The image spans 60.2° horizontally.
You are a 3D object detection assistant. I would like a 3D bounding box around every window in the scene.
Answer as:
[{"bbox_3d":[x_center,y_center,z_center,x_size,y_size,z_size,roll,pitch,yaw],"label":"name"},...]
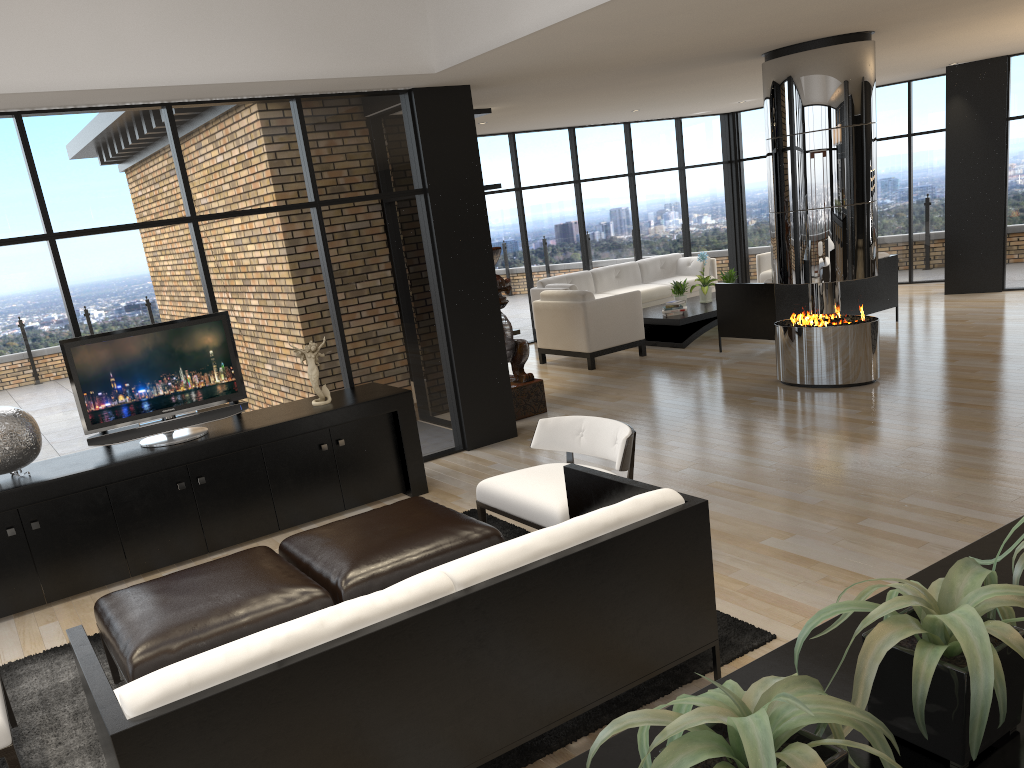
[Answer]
[{"bbox_3d":[0.969,-1.942,6.031,10.076,4.899,15.614,4,17,44],"label":"window"}]

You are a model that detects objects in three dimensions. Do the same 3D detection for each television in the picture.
[{"bbox_3d":[-2.141,-0.009,5.398,0.929,0.728,0.400,-11,15,-13],"label":"television"}]

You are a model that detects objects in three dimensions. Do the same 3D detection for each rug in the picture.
[{"bbox_3d":[-0.843,1.253,3.933,2.999,0.012,2.454,-15,13,-30],"label":"rug"}]

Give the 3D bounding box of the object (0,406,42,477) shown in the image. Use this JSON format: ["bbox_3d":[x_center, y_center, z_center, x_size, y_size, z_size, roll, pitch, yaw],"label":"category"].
[{"bbox_3d":[-2.908,0.342,4.979,0.462,0.417,0.455,3,18,39],"label":"object"}]

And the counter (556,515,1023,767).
[{"bbox_3d":[0.713,0.532,0.982,3.078,0.032,1.167,-15,13,-30],"label":"counter"}]

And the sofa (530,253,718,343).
[{"bbox_3d":[1.617,-1.225,12.269,2.663,0.876,0.845,-15,15,-30],"label":"sofa"}]

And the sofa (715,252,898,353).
[{"bbox_3d":[3.279,-0.923,9.774,2.008,0.823,0.829,-15,15,-30],"label":"sofa"}]

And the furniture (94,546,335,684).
[{"bbox_3d":[-1.276,1.087,3.824,0.818,0.495,0.819,-16,15,-31],"label":"furniture"}]

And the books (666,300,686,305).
[{"bbox_3d":[1.935,-0.962,10.437,0.152,0.027,0.183,-18,15,-40],"label":"books"}]

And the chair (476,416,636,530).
[{"bbox_3d":[0.298,0.585,4.726,0.676,0.691,0.796,-16,16,-31],"label":"chair"}]

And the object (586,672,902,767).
[{"bbox_3d":[0.236,0.449,1.017,0.406,0.245,0.389,-9,13,-7],"label":"object"}]

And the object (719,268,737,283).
[{"bbox_3d":[2.775,-1.300,11.298,0.283,0.379,0.210,3,18,35],"label":"object"}]

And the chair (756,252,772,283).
[{"bbox_3d":[3.996,-1.512,12.054,0.844,0.876,0.990,-16,16,-31],"label":"chair"}]

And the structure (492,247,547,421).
[{"bbox_3d":[-0.189,-0.496,8.017,0.511,1.631,0.722,-17,18,-31],"label":"structure"}]

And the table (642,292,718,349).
[{"bbox_3d":[2.421,-0.843,11.142,2.008,0.360,1.251,-15,14,-31],"label":"table"}]

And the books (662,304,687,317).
[{"bbox_3d":[1.929,-0.887,10.464,0.308,0.129,0.218,-6,13,7],"label":"books"}]

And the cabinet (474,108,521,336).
[{"bbox_3d":[-1.202,-1.262,9.505,1.172,2.805,2.632,-17,16,-30],"label":"cabinet"}]

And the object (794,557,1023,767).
[{"bbox_3d":[0.548,0.378,1.209,0.406,0.222,0.389,-9,13,-7],"label":"object"}]

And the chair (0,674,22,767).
[{"bbox_3d":[-2.214,1.249,3.176,0.676,0.691,0.796,-16,16,-31],"label":"chair"}]

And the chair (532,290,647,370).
[{"bbox_3d":[0.892,-0.702,10.190,0.844,0.876,0.990,-16,16,-31],"label":"chair"}]

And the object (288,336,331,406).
[{"bbox_3d":[-1.309,-0.087,5.870,0.254,0.470,0.104,-16,18,-29],"label":"object"}]

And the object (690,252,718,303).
[{"bbox_3d":[2.421,-1.337,11.036,0.354,0.646,0.363,-11,15,-12],"label":"object"}]

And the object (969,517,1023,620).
[{"bbox_3d":[0.918,0.276,1.402,0.397,0.245,0.398,-9,13,-7],"label":"object"}]

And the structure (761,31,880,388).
[{"bbox_3d":[2.598,-1.364,7.399,0.886,2.807,0.576,8,22,44],"label":"structure"}]

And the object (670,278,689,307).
[{"bbox_3d":[2.069,-1.119,10.888,0.284,0.379,0.209,-2,16,21],"label":"object"}]

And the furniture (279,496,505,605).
[{"bbox_3d":[-0.573,0.903,4.248,0.818,0.495,0.819,-16,15,-31],"label":"furniture"}]

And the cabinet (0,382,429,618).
[{"bbox_3d":[-2.056,0.703,5.586,3.004,0.758,0.614,-15,16,-30],"label":"cabinet"}]

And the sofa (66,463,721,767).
[{"bbox_3d":[-0.321,0.935,3.089,2.008,0.823,0.829,-15,15,-30],"label":"sofa"}]
